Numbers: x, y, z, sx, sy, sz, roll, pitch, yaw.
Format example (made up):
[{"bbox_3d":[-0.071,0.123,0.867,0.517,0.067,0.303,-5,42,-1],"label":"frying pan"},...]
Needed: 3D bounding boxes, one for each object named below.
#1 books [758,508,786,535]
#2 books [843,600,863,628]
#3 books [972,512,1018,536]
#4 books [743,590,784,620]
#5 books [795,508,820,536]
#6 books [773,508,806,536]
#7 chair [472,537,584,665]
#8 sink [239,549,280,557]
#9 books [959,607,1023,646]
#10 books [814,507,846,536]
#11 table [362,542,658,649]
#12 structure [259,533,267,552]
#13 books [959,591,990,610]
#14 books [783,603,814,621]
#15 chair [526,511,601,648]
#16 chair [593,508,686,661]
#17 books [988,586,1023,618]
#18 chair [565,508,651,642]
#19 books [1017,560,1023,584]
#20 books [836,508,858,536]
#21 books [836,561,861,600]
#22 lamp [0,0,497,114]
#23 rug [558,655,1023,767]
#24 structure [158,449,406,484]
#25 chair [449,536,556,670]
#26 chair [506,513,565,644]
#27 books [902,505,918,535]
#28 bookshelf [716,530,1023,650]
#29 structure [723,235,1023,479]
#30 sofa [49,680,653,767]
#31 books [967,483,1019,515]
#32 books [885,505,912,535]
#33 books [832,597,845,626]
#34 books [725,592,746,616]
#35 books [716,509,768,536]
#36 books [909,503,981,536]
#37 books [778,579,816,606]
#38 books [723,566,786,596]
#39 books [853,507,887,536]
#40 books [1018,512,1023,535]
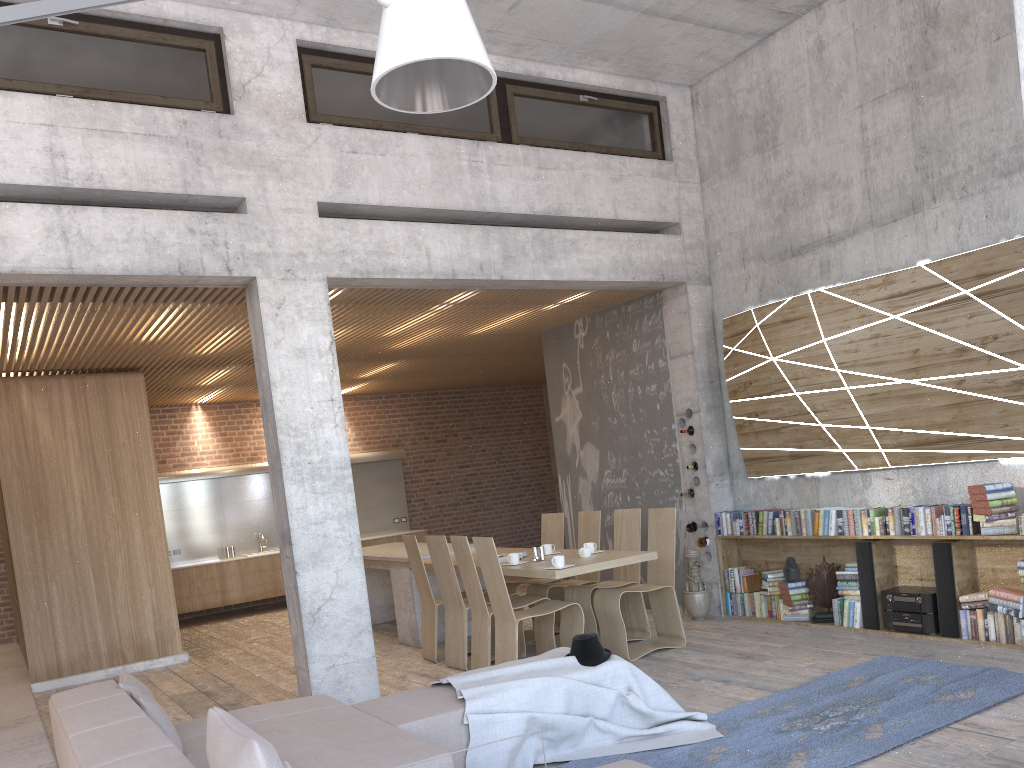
[{"bbox_3d":[2.384,1.267,8.057,0.188,0.229,0.201,-7,-1,-32],"label":"books"},{"bbox_3d":[2.905,1.920,7.367,0.188,0.229,0.201,-7,-1,-32],"label":"books"},{"bbox_3d":[3.445,0.990,6.229,0.286,0.150,0.221,-8,-3,16],"label":"books"},{"bbox_3d":[2.420,2.055,8.206,0.240,0.238,0.499,-6,-4,-32],"label":"books"},{"bbox_3d":[2.596,1.200,7.644,0.188,0.221,0.157,-6,0,-32],"label":"books"},{"bbox_3d":[2.505,1.232,7.842,0.207,0.221,0.281,-6,-2,-33],"label":"books"},{"bbox_3d":[0.155,1.742,6.889,0.716,1.198,0.350,-7,2,-28],"label":"chair"},{"bbox_3d":[-3.722,2.659,13.374,0.724,0.192,0.528,-4,-6,-32],"label":"sink"},{"bbox_3d":[3.540,1.739,6.361,0.240,0.238,0.499,-6,-4,-32],"label":"books"},{"bbox_3d":[2.709,1.168,7.457,0.188,0.229,0.251,-7,-2,-32],"label":"books"},{"bbox_3d":[-0.552,2.178,9.040,1.004,0.922,5.241,-6,-5,-32],"label":"table"},{"bbox_3d":[-3.825,2.529,13.561,0.114,0.477,0.249,-8,2,-32],"label":"structure"},{"bbox_3d":[3.448,1.585,6.436,0.190,0.140,0.237,-5,-4,-30],"label":"books"},{"bbox_3d":[2.568,2.042,7.864,0.262,0.151,0.247,-8,-3,14],"label":"books"},{"bbox_3d":[0.515,1.838,8.296,0.716,1.198,0.350,-7,2,-31],"label":"chair"},{"bbox_3d":[1.069,1.687,7.448,0.716,1.198,0.350,-7,2,-31],"label":"chair"},{"bbox_3d":[3.520,1.542,6.201,0.153,0.192,0.246,-7,-2,-32],"label":"books"},{"bbox_3d":[0.847,1.759,7.906,0.715,1.198,0.351,-7,2,-36],"label":"chair"},{"bbox_3d":[3.660,1.294,6.052,0.188,0.161,0.241,-6,-3,-32],"label":"books"},{"bbox_3d":[2.813,1.146,7.287,0.153,0.221,0.157,-7,0,-32],"label":"books"},{"bbox_3d":[2.887,1.656,7.383,0.217,0.324,0.253,-7,0,-30],"label":"books"},{"bbox_3d":[-1.003,0.318,2.527,2.604,3.434,0.760,-7,2,-44],"label":"lamp"},{"bbox_3d":[1.786,1.949,5.089,2.896,0.049,1.174,-3,-7,-31],"label":"rug"},{"bbox_3d":[-3.565,1.288,13.798,4.047,0.157,0.210,-3,-4,-31],"label":"structure"},{"bbox_3d":[-0.055,1.813,7.354,0.716,1.198,0.350,-7,2,-26],"label":"chair"},{"bbox_3d":[0.201,1.915,8.698,0.715,1.198,0.351,-7,2,-38],"label":"chair"},{"bbox_3d":[3.128,1.064,6.847,0.188,0.221,0.055,-6,2,-31],"label":"books"},{"bbox_3d":[3.533,1.475,6.342,0.300,0.802,5.377,-8,-4,-32],"label":"bookshelf"},{"bbox_3d":[2.962,-0.102,6.830,0.356,1.534,3.447,-8,-3,-32],"label":"structure"},{"bbox_3d":[-0.349,1.714,4.119,2.989,0.786,3.028,-4,-6,-31],"label":"sofa"},{"bbox_3d":[3.413,0.814,6.226,0.245,0.211,0.190,-6,-1,-10],"label":"books"},{"bbox_3d":[3.080,1.080,6.941,0.203,0.221,0.156,-6,0,-32],"label":"books"},{"bbox_3d":[2.837,1.942,7.507,0.203,0.221,0.075,-6,1,-31],"label":"books"},{"bbox_3d":[2.197,2.122,8.519,0.203,0.221,0.276,-6,-2,-32],"label":"books"},{"bbox_3d":[2.188,1.321,8.354,0.213,0.220,0.495,-6,-4,-32],"label":"books"},{"bbox_3d":[3.262,1.021,6.590,0.213,0.220,0.495,-6,-4,-32],"label":"books"},{"bbox_3d":[2.547,1.865,7.843,0.245,0.211,0.190,-6,-1,-10],"label":"books"},{"bbox_3d":[2.337,1.860,8.282,0.298,0.262,0.723,-6,-5,-27],"label":"books"},{"bbox_3d":[2.927,1.115,7.103,0.169,0.221,0.279,-7,-2,-31],"label":"books"},{"bbox_3d":[3.629,0.907,5.961,0.207,0.221,0.281,-6,-2,-33],"label":"books"}]
